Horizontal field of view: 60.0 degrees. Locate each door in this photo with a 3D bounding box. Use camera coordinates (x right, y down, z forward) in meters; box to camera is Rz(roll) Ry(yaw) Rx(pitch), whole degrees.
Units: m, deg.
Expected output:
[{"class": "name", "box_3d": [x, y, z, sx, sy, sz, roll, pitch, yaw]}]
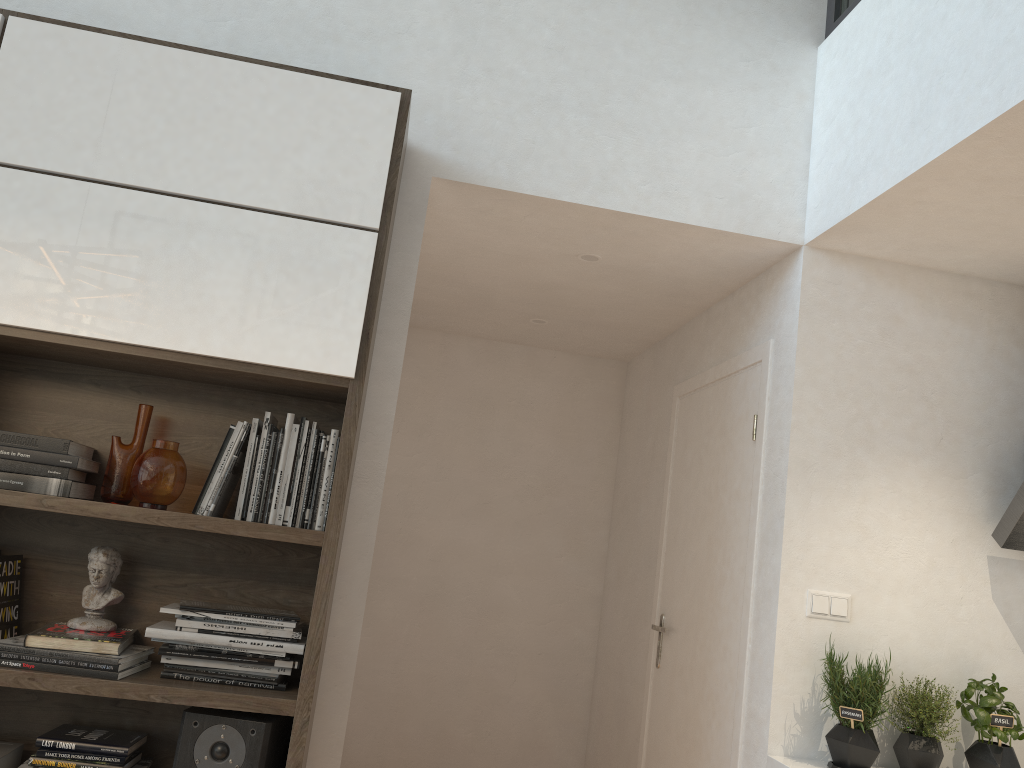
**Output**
[{"class": "door", "box_3d": [0.658, 0.970, 3.231, 0.085, 2.136, 0.974, 9, -11, -7]}]

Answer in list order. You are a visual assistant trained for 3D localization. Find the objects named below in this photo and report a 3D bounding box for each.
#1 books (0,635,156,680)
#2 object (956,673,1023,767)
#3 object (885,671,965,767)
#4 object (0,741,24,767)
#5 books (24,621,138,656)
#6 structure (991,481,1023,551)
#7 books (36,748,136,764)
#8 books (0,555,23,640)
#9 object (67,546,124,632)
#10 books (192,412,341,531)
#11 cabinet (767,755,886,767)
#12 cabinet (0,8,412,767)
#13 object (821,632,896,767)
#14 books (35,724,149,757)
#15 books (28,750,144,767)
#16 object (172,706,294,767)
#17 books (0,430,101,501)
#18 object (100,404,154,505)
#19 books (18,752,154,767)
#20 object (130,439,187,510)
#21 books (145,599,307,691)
[{"class": "books", "box_3d": [-1.061, 0.656, 2.145, 0.310, 0.047, 0.250, 8, -11, -2]}, {"class": "object", "box_3d": [1.369, 0.990, 2.546, 0.172, 0.311, 0.179, 7, -11, 3]}, {"class": "object", "box_3d": [1.175, 0.975, 2.525, 0.211, 0.283, 0.221, 6, -11, 5]}, {"class": "object", "box_3d": [-1.347, 0.938, 2.049, 0.285, 0.174, 0.270, 9, -11, -7]}, {"class": "books", "box_3d": [-1.052, 0.624, 2.181, 0.209, 0.030, 0.266, 10, -11, -14]}, {"class": "structure", "box_3d": [1.997, 0.077, 2.708, 0.898, 0.998, 0.407, 9, -11, -7]}, {"class": "books", "box_3d": [-1.028, 0.890, 2.158, 0.198, 0.015, 0.142, 9, -11, -9]}, {"class": "books", "box_3d": [-1.273, 0.542, 2.198, 0.077, 0.233, 0.179, 9, -11, -7]}, {"class": "object", "box_3d": [-1.050, 0.517, 2.262, 0.117, 0.207, 0.116, 1, -13, 32]}, {"class": "books", "box_3d": [-0.629, 0.225, 2.338, 0.332, 0.287, 0.201, 9, -11, -8]}, {"class": "cabinet", "box_3d": [2.227, 0.624, 1.070, 2.401, 2.401, 3.495, 9, -11, -7]}, {"class": "cabinet", "box_3d": [-2.427, 0.144, 2.023, 4.036, 2.494, 0.338, 9, -11, -7]}, {"class": "object", "box_3d": [0.967, 0.901, 2.506, 0.196, 0.367, 0.186, 9, -11, -8]}, {"class": "books", "box_3d": [-1.025, 0.874, 2.176, 0.213, 0.023, 0.161, 8, -11, -4]}, {"class": "books", "box_3d": [-1.029, 0.908, 2.152, 0.213, 0.023, 0.161, 8, -11, -4]}, {"class": "object", "box_3d": [-0.689, 0.964, 2.161, 0.214, 0.331, 0.244, 7, -11, 2]}, {"class": "books", "box_3d": [-1.243, 0.199, 2.231, 0.343, 0.137, 0.277, 10, -11, -12]}, {"class": "object", "box_3d": [-1.008, 0.180, 2.315, 0.082, 0.265, 0.081, 5, -11, 14]}, {"class": "books", "box_3d": [-1.030, 0.939, 2.139, 0.277, 0.042, 0.224, 10, -11, -12]}, {"class": "object", "box_3d": [-0.889, 0.229, 2.237, 0.130, 0.171, 0.130, 1, -12, 31]}, {"class": "books", "box_3d": [-0.708, 0.653, 2.234, 0.374, 0.176, 0.224, 9, -11, -8]}]
